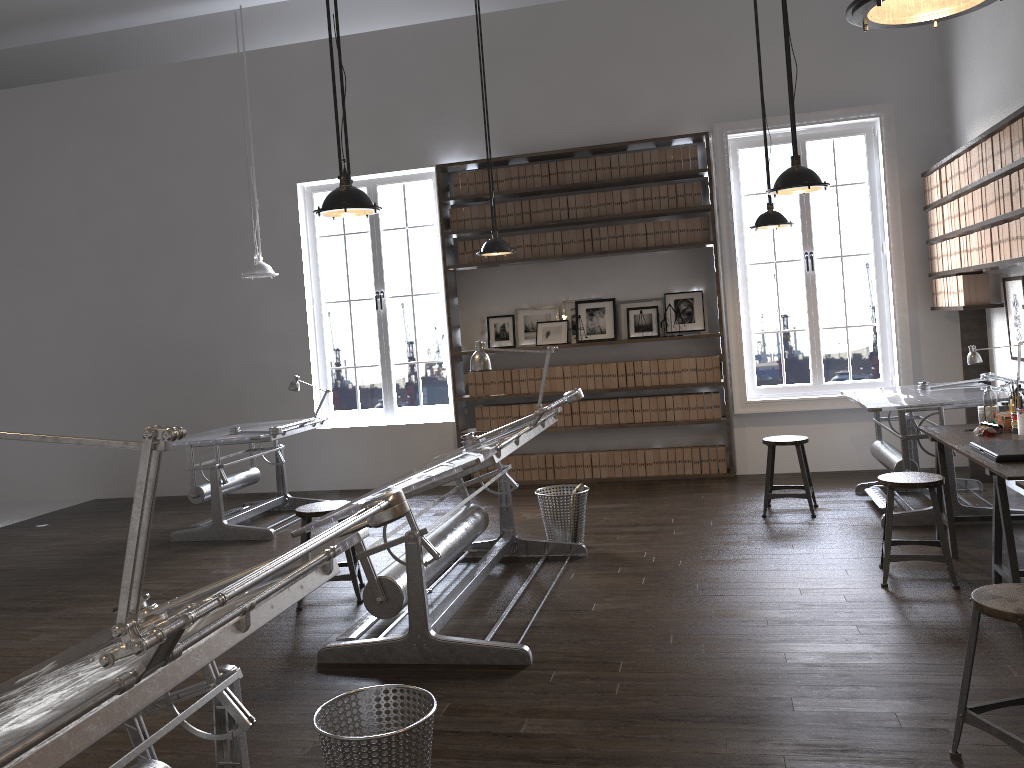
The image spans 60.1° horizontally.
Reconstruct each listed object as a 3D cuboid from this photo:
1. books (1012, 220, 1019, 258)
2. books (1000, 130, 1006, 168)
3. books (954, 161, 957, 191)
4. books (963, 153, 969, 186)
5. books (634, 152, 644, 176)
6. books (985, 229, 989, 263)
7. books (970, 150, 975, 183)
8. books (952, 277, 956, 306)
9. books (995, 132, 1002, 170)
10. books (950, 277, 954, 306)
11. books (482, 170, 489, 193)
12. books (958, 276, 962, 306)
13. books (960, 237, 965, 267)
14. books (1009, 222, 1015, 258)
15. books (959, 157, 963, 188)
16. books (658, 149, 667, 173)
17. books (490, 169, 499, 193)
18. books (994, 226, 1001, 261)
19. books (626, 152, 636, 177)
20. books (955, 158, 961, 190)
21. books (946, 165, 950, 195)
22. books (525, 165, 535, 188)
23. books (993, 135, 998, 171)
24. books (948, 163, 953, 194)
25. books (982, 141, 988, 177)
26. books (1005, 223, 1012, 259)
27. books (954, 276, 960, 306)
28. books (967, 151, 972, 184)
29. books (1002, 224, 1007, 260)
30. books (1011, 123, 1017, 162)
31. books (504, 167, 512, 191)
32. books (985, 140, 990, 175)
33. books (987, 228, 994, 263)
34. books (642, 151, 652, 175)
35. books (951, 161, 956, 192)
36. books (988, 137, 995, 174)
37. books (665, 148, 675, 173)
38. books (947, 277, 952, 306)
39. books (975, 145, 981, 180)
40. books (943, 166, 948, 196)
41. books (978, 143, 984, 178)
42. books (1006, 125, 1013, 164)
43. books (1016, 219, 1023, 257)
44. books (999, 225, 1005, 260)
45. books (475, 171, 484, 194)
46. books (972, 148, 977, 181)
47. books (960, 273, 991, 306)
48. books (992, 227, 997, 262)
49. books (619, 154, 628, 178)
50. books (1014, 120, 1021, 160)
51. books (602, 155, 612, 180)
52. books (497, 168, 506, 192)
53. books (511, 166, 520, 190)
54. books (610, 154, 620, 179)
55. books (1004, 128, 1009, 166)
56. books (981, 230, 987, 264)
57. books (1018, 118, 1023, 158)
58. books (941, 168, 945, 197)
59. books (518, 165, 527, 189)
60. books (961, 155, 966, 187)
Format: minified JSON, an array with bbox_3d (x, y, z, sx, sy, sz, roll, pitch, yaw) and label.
[{"bbox_3d":[3.039,-0.851,5.179,0.174,0.225,0.067,-4,1,13],"label":"books"},{"bbox_3d":[3.025,-1.410,5.289,0.174,0.225,0.067,-4,1,13],"label":"books"},{"bbox_3d":[3.255,-1.492,6.307,0.174,0.225,0.067,-4,1,13],"label":"books"},{"bbox_3d":[3.191,-1.471,6.045,0.174,0.225,0.067,-4,1,13],"label":"books"},{"bbox_3d":[1.145,-1.956,7.948,0.066,0.225,0.175,-4,2,13],"label":"books"},{"bbox_3d":[3.165,-0.895,5.723,0.174,0.225,0.067,-4,1,13],"label":"books"},{"bbox_3d":[3.166,-1.460,5.907,0.174,0.225,0.067,-4,1,13],"label":"books"},{"bbox_3d":[3.374,-0.693,6.567,0.174,0.225,0.067,-4,1,13],"label":"books"},{"bbox_3d":[3.037,-1.416,5.359,0.174,0.225,0.067,-4,1,13],"label":"books"},{"bbox_3d":[3.386,-0.697,6.629,0.174,0.225,0.067,-4,1,13],"label":"books"},{"bbox_3d":[-0.218,-1.870,8.259,0.066,0.225,0.175,-4,2,13],"label":"books"},{"bbox_3d":[3.346,-0.682,6.433,0.174,0.225,0.067,-4,1,13],"label":"books"},{"bbox_3d":[3.286,-0.938,6.275,0.174,0.225,0.067,-4,1,13],"label":"books"},{"bbox_3d":[3.054,-0.856,5.240,0.174,0.225,0.067,-4,1,13],"label":"books"},{"bbox_3d":[3.224,-1.481,6.176,0.174,0.225,0.067,-4,1,13],"label":"books"},{"bbox_3d":[1.345,-1.969,7.902,0.066,0.225,0.175,-4,2,13],"label":"books"},{"bbox_3d":[-0.150,-1.874,8.240,0.067,0.225,0.175,-4,2,13],"label":"books"},{"bbox_3d":[3.112,-0.877,5.510,0.174,0.225,0.067,-4,1,13],"label":"books"},{"bbox_3d":[1.078,-1.952,7.966,0.066,0.225,0.175,-4,2,13],"label":"books"},{"bbox_3d":[3.235,-1.486,6.242,0.174,0.225,0.067,-4,1,13],"label":"books"},{"bbox_3d":[3.303,-1.509,6.514,0.174,0.225,0.067,-4,1,13],"label":"books"},{"bbox_3d":[0.182,-1.896,8.169,0.066,0.225,0.175,-4,2,13],"label":"books"},{"bbox_3d":[3.057,-1.422,5.427,0.174,0.225,0.067,-4,1,13],"label":"books"},{"bbox_3d":[3.282,-1.503,6.446,0.174,0.225,0.067,-4,1,13],"label":"books"},{"bbox_3d":[3.102,-1.438,5.637,0.174,0.225,0.067,-4,1,13],"label":"books"},{"bbox_3d":[3.064,-0.861,5.306,0.174,0.225,0.067,-4,1,13],"label":"books"},{"bbox_3d":[3.355,-0.687,6.503,0.174,0.225,0.067,-4,1,13],"label":"books"},{"bbox_3d":[3.179,-1.465,5.976,0.174,0.225,0.067,-4,1,13],"label":"books"},{"bbox_3d":[3.085,-0.866,5.371,0.174,0.225,0.067,-4,1,13],"label":"books"},{"bbox_3d":[2.979,-1.394,5.089,0.174,0.225,0.067,-4,1,13],"label":"books"},{"bbox_3d":[-0.018,-1.883,8.213,0.066,0.225,0.175,-4,2,13],"label":"books"},{"bbox_3d":[3.090,-1.433,5.573,0.174,0.225,0.067,-4,1,13],"label":"books"},{"bbox_3d":[3.143,-0.888,5.652,0.174,0.225,0.067,-4,1,13],"label":"books"},{"bbox_3d":[1.213,-1.960,7.929,0.067,0.225,0.175,-4,2,13],"label":"books"},{"bbox_3d":[3.271,-1.497,6.376,0.174,0.225,0.067,-4,1,13],"label":"books"},{"bbox_3d":[3.068,-1.427,5.502,0.174,0.225,0.067,-4,1,13],"label":"books"},{"bbox_3d":[1.409,-1.972,7.883,0.067,0.225,0.175,-4,2,13],"label":"books"},{"bbox_3d":[3.400,-0.703,6.700,0.174,0.225,0.067,-4,1,13],"label":"books"},{"bbox_3d":[3.127,-1.448,5.770,0.174,0.225,0.067,-4,1,13],"label":"books"},{"bbox_3d":[3.314,-1.514,6.589,0.174,0.225,0.067,-4,1,13],"label":"books"},{"bbox_3d":[3.111,-1.443,5.700,0.174,0.225,0.067,-4,1,13],"label":"books"},{"bbox_3d":[2.989,-1.399,5.155,0.174,0.225,0.067,-4,1,13],"label":"books"},{"bbox_3d":[3.021,-0.845,5.109,0.174,0.225,0.067,-4,1,13],"label":"books"},{"bbox_3d":[3.100,-0.872,5.440,0.174,0.225,0.067,-4,1,13],"label":"books"},{"bbox_3d":[-0.285,-1.866,8.277,0.066,0.225,0.175,-4,2,13],"label":"books"},{"bbox_3d":[3.147,-1.454,5.840,0.174,0.225,0.067,-4,1,13],"label":"books"},{"bbox_3d":[3.329,-0.676,6.366,0.174,0.225,0.067,-4,1,13],"label":"books"},{"bbox_3d":[3.132,-0.883,5.578,0.174,0.225,0.067,-4,1,13],"label":"books"},{"bbox_3d":[1.009,-1.947,7.977,0.066,0.225,0.175,-4,2,13],"label":"books"},{"bbox_3d":[2.963,-1.389,5.028,0.174,0.225,0.067,-4,1,13],"label":"books"},{"bbox_3d":[0.868,-1.938,8.006,0.067,0.225,0.175,-4,2,13],"label":"books"},{"bbox_3d":[-0.079,-1.879,8.226,0.066,0.225,0.175,-4,2,13],"label":"books"},{"bbox_3d":[0.046,-1.887,8.194,0.067,0.225,0.175,-4,2,13],"label":"books"},{"bbox_3d":[0.938,-1.943,7.990,0.066,0.225,0.175,-4,2,13],"label":"books"},{"bbox_3d":[3.009,-1.405,5.220,0.174,0.225,0.067,-4,1,13],"label":"books"},{"bbox_3d":[3.177,-0.900,5.788,0.174,0.225,0.067,-4,1,13],"label":"books"},{"bbox_3d":[2.945,-1.384,4.958,0.174,0.225,0.067,-4,1,13],"label":"books"},{"bbox_3d":[3.335,-1.520,6.660,0.174,0.225,0.067,-4,1,13],"label":"books"},{"bbox_3d":[0.113,-1.891,8.185,0.066,0.225,0.175,-4,2,13],"label":"books"},{"bbox_3d":[3.209,-1.476,6.115,0.174,0.225,0.067,-4,1,13],"label":"books"}]
